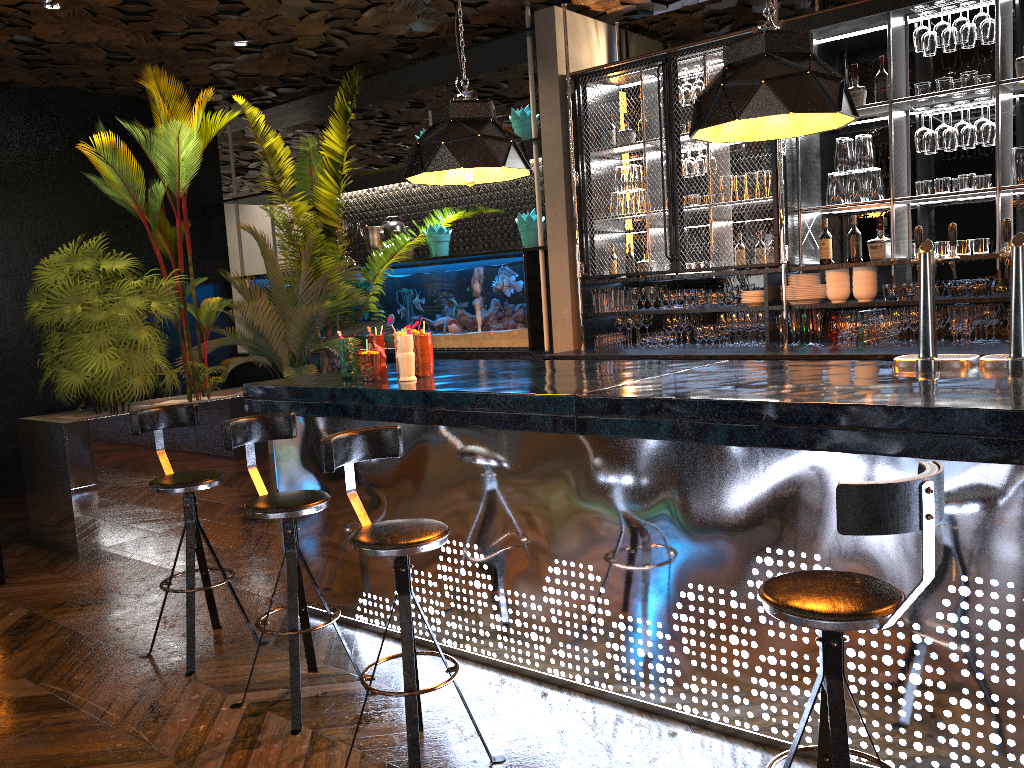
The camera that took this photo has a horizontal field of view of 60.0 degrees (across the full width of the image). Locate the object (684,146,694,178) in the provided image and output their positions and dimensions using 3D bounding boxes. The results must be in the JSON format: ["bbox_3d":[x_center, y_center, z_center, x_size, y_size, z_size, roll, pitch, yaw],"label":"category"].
[{"bbox_3d":[1.260,-1.586,6.327,0.081,0.213,0.081,2,9,45],"label":"object"}]

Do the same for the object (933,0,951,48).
[{"bbox_3d":[2.456,-2.054,5.063,0.092,0.244,0.092,-4,6,0],"label":"object"}]

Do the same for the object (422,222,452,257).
[{"bbox_3d":[-0.649,-1.259,7.760,0.265,0.325,0.245,-3,6,4],"label":"object"}]

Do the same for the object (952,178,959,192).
[{"bbox_3d":[2.655,-1.172,5.252,0.089,0.092,0.089,-6,6,-18],"label":"object"}]

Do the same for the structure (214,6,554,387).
[{"bbox_3d":[-1.167,-1.134,8.308,4.269,3.734,0.705,1,8,39],"label":"structure"}]

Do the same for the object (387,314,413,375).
[{"bbox_3d":[-0.542,-0.196,4.336,0.105,0.298,0.116,-6,6,-19],"label":"object"}]

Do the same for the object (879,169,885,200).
[{"bbox_3d":[2.283,-1.241,5.570,0.105,0.209,0.105,-4,6,-5],"label":"object"}]

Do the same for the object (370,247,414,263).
[{"bbox_3d":[-1.113,-1.190,8.241,0.320,0.135,0.250,1,8,39],"label":"object"}]

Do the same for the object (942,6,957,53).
[{"bbox_3d":[2.560,-2.074,5.189,0.092,0.244,0.092,-4,6,0],"label":"object"}]

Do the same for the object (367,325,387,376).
[{"bbox_3d":[-0.659,-0.162,4.331,0.078,0.246,0.084,1,8,38],"label":"object"}]

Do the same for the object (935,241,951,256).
[{"bbox_3d":[2.535,-0.792,5.218,0.089,0.092,0.089,-3,6,3],"label":"object"}]

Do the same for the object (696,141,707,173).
[{"bbox_3d":[1.306,-1.565,6.104,0.081,0.213,0.081,2,9,45],"label":"object"}]

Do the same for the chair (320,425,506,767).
[{"bbox_3d":[-0.365,0.714,2.874,0.476,1.108,0.419,1,8,39],"label":"chair"}]

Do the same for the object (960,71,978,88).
[{"bbox_3d":[2.592,-1.717,5.027,0.089,0.092,0.089,-3,6,8],"label":"object"}]

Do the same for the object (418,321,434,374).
[{"bbox_3d":[-0.426,-0.175,4.279,0.080,0.254,0.091,2,8,41],"label":"object"}]

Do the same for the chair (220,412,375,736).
[{"bbox_3d":[-0.866,0.686,3.437,0.476,1.108,0.419,1,8,39],"label":"chair"}]

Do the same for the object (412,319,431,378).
[{"bbox_3d":[-0.432,-0.171,4.135,0.091,0.277,0.080,-6,6,-18],"label":"object"}]

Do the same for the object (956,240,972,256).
[{"bbox_3d":[2.666,-0.802,5.237,0.089,0.092,0.089,-9,8,-39],"label":"object"}]

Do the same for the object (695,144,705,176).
[{"bbox_3d":[1.327,-1.584,6.272,0.081,0.213,0.081,2,9,45],"label":"object"}]

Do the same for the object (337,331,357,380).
[{"bbox_3d":[-0.792,-0.141,4.256,0.084,0.237,0.086,-7,7,-31],"label":"object"}]

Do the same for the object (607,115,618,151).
[{"bbox_3d":[0.749,-1.885,6.653,0.075,0.260,0.075,-4,6,-1],"label":"object"}]

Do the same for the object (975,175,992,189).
[{"bbox_3d":[2.752,-1.170,5.182,0.089,0.092,0.089,-1,7,24],"label":"object"}]

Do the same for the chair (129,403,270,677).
[{"bbox_3d":[-1.459,0.663,4.007,0.476,1.108,0.419,1,8,39],"label":"chair"}]

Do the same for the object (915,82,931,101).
[{"bbox_3d":[2.434,-1.731,5.251,0.089,0.092,0.089,-3,6,8],"label":"object"}]

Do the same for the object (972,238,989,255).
[{"bbox_3d":[2.708,-0.792,5.122,0.089,0.092,0.089,-9,8,-39],"label":"object"}]

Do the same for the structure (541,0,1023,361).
[{"bbox_3d":[3.130,-0.917,4.564,6.750,3.553,1.143,1,8,39],"label":"structure"}]

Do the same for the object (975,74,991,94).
[{"bbox_3d":[2.732,-1.738,5.148,0.089,0.092,0.089,-3,6,8],"label":"object"}]

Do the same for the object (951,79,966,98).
[{"bbox_3d":[2.628,-1.739,5.219,0.089,0.092,0.089,-9,8,-39],"label":"object"}]

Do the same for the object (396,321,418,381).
[{"bbox_3d":[-0.471,-0.148,4.005,0.099,0.264,0.081,-7,7,-29],"label":"object"}]

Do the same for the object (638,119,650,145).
[{"bbox_3d":[0.958,-1.876,6.449,0.075,0.261,0.075,-4,6,-1],"label":"object"}]

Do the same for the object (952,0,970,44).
[{"bbox_3d":[2.532,-2.053,5.000,0.092,0.244,0.092,-4,6,0],"label":"object"}]

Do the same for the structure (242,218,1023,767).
[{"bbox_3d":[1.394,0.303,2.955,6.009,1.685,1.214,1,8,39],"label":"structure"}]

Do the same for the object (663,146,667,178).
[{"bbox_3d":[1.095,-1.570,6.278,0.081,0.213,0.081,2,9,45],"label":"object"}]

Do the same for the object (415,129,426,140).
[{"bbox_3d":[-0.699,-2.058,7.675,0.265,0.325,0.245,-3,6,4],"label":"object"}]

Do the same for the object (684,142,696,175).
[{"bbox_3d":[1.236,-1.567,6.162,0.081,0.213,0.081,2,9,45],"label":"object"}]

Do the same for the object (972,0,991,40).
[{"bbox_3d":[2.612,-2.051,4.935,0.092,0.244,0.092,-4,6,0],"label":"object"}]

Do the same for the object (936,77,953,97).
[{"bbox_3d":[2.513,-1.725,5.156,0.089,0.092,0.089,-3,6,8],"label":"object"}]

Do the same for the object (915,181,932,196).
[{"bbox_3d":[2.468,-1.167,5.317,0.089,0.092,0.089,-2,6,18],"label":"object"}]

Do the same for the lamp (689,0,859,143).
[{"bbox_3d":[0.911,-1.720,3.202,0.582,1.564,0.607,1,8,39],"label":"lamp"}]

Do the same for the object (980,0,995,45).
[{"bbox_3d":[2.717,-2.071,5.061,0.092,0.244,0.092,-4,6,0],"label":"object"}]

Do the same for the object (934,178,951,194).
[{"bbox_3d":[2.530,-1.159,5.211,0.089,0.092,0.089,-2,6,18],"label":"object"}]

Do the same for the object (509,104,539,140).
[{"bbox_3d":[0.107,-2.039,7.014,0.265,0.325,0.245,0,7,33],"label":"object"}]

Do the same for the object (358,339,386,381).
[{"bbox_3d":[-0.651,-0.114,4.141,0.131,0.191,0.110,-8,8,-38],"label":"object"}]

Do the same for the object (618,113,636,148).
[{"bbox_3d":[0.845,-1.867,6.525,0.108,0.244,0.108,0,7,28],"label":"object"}]

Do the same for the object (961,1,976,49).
[{"bbox_3d":[2.636,-2.073,5.127,0.092,0.244,0.092,-4,6,0],"label":"object"}]

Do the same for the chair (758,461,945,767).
[{"bbox_3d":[0.773,0.728,2.069,0.419,1.108,0.476,-8,7,-35],"label":"chair"}]

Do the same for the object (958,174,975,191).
[{"bbox_3d":[2.602,-1.149,5.073,0.089,0.092,0.089,-1,7,24],"label":"object"}]

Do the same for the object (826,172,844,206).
[{"bbox_3d":[2.050,-1.233,5.634,0.105,0.209,0.105,-4,6,-5],"label":"object"}]

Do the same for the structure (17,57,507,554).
[{"bbox_3d":[-2.001,-0.905,7.449,1.873,3.561,4.073,2,8,41],"label":"structure"}]

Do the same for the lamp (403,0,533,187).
[{"bbox_3d":[-0.244,-1.705,3.992,0.582,1.606,0.607,1,8,39],"label":"lamp"}]

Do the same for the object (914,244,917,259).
[{"bbox_3d":[2.452,-0.795,5.304,0.089,0.092,0.089,-2,6,11],"label":"object"}]

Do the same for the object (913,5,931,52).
[{"bbox_3d":[2.371,-2.056,5.133,0.092,0.244,0.092,-4,6,0],"label":"object"}]

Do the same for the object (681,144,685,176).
[{"bbox_3d":[1.169,-1.568,6.217,0.081,0.213,0.081,2,9,45],"label":"object"}]

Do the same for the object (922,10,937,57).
[{"bbox_3d":[2.475,-2.076,5.259,0.092,0.244,0.092,-4,6,0],"label":"object"}]

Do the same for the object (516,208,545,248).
[{"bbox_3d":[0.157,-1.239,7.099,0.265,0.325,0.245,0,7,33],"label":"object"}]
